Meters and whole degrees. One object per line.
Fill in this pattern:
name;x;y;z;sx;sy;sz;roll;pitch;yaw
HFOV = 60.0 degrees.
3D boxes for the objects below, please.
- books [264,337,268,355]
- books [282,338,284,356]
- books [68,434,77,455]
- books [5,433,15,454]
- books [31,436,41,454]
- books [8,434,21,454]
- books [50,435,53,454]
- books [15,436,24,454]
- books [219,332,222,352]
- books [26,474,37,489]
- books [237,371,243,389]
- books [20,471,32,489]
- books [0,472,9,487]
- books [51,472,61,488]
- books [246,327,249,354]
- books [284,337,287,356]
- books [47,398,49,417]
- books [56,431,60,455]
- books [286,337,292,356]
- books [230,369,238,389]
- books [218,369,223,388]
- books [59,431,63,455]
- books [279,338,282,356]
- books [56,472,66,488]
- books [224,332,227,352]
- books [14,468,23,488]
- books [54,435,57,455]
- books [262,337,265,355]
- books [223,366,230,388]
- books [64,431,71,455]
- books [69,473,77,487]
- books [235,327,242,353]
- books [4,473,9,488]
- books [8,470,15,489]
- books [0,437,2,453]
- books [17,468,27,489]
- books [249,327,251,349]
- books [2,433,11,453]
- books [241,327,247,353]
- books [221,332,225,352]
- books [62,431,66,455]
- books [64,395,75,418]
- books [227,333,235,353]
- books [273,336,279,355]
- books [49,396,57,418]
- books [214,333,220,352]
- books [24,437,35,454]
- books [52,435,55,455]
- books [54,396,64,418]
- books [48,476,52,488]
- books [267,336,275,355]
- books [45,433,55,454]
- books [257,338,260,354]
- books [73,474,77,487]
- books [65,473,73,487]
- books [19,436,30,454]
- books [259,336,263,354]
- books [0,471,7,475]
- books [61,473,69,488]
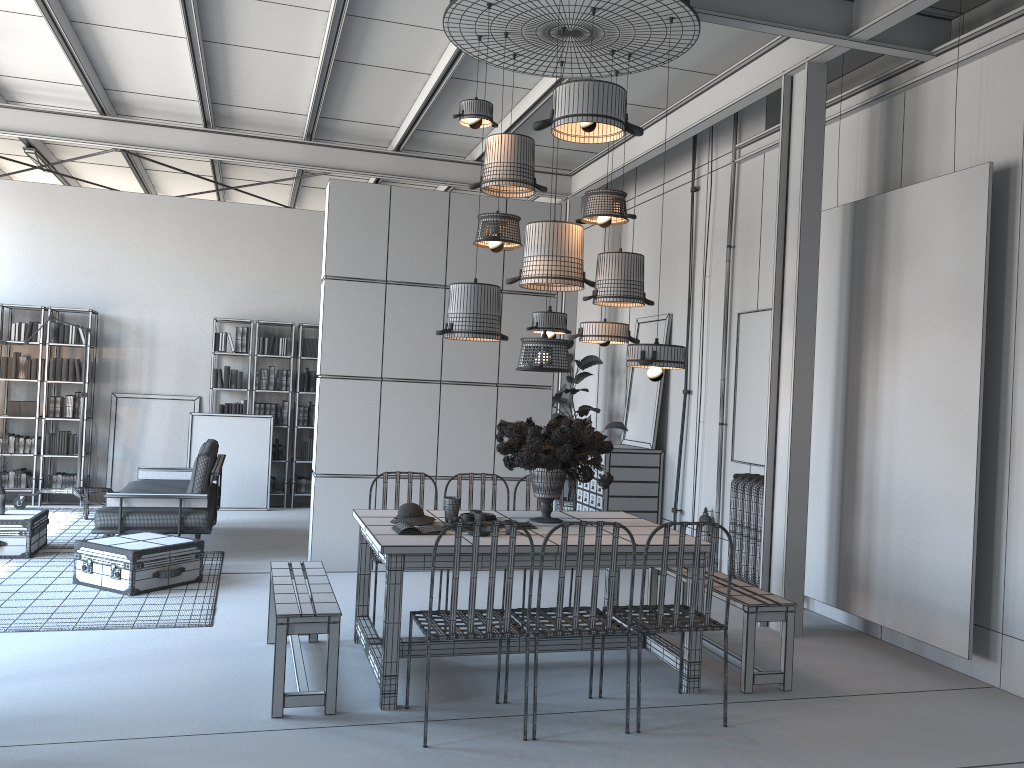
books;-3.029;-0.459;10.915;0.039;0.222;0.161;3;-1;-16
books;-2.836;-0.454;10.972;0.023;0.232;0.187;3;-1;-16
books;-5.105;0.701;10.292;0.057;0.244;0.180;3;-1;-16
books;-5.738;0.680;10.134;0.030;0.215;0.293;3;-1;-16
books;-5.479;0.706;10.217;0.047;0.190;0.278;3;-1;-16
books;-5.696;0.688;10.152;0.061;0.204;0.281;3;-1;-16
books;-5.289;0.700;10.216;0.022;0.227;0.165;3;-1;-16
books;-5.645;0.699;10.170;0.045;0.191;0.275;3;-1;-17
books;-3.506;-0.502;10.674;0.032;0.231;0.179;3;-1;-16
books;-5.548;1.127;10.250;0.069;0.157;0.241;3;0;-15
books;-3.327;-0.041;10.852;0.052;0.223;0.164;3;-1;-16
books;-5.612;1.109;10.240;0.056;0.185;0.260;3;-1;-16
books;-5.815;1.104;10.171;0.040;0.176;0.242;3;-1;-16
books;-5.285;1.125;10.289;0.047;0.184;0.271;3;-1;-16
books;-3.228;-0.533;10.829;0.027;0.326;0.272;3;-1;-16
books;-2.812;-0.456;10.979;0.027;0.238;0.180;3;-1;-16
books;-5.344;0.271;10.261;0.022;0.226;0.163;3;-1;-16
books;-5.220;0.680;10.236;0.027;0.278;0.202;3;-1;-16
books;-2.759;-0.458;10.996;0.083;0.242;0.178;3;-1;-16
books;-3.399;-0.055;10.834;0.083;0.242;0.178;3;-1;-16
books;-3.537;-0.061;10.773;0.077;0.244;0.178;3;-1;-15
books;-5.194;0.681;10.245;0.027;0.278;0.202;3;-1;-16
books;-2.864;-0.454;10.964;0.035;0.229;0.196;3;-1;-16
books;-5.234;1.127;10.299;0.056;0.185;0.260;3;-1;-16
books;-3.450;-0.502;10.691;0.022;0.236;0.186;3;-1;-16
books;-5.689;1.087;10.233;0.030;0.217;0.295;3;-1;-16
books;-5.246;0.703;10.229;0.022;0.227;0.165;3;-1;-16
books;-3.057;-0.461;10.907;0.019;0.224;0.168;3;-1;-16
books;-3.472;-0.077;10.793;0.065;0.278;0.204;3;-1;-16
books;-5.141;0.683;10.261;0.027;0.278;0.202;3;-1;-16
books;-5.110;1.137;10.326;0.040;0.176;0.242;3;-1;-16
books;-3.333;-0.536;10.814;0.068;0.318;0.319;3;-1;-16
books;-5.777;1.105;10.182;0.040;0.176;0.242;3;-1;-16
books;-5.731;1.091;10.215;0.061;0.207;0.283;3;-1;-16
books;-5.825;0.694;10.125;0.056;0.183;0.259;3;-1;-16
books;-5.656;1.089;10.232;0.033;0.223;0.275;3;-1;-16
books;-3.197;-0.530;10.849;0.033;0.326;0.303;3;-1;-16
books;-5.775;0.678;10.134;0.044;0.221;0.273;3;-1;-17
books;-3.274;-0.533;10.832;0.056;0.315;0.317;3;-1;-16
books;-3.476;-0.501;10.683;0.032;0.231;0.179;3;-1;-16
books;-5.167;0.682;10.252;0.027;0.278;0.202;3;-1;-16
books;-5.125;0.261;10.300;0.091;0.265;0.193;3;-1;-16
books;-3.390;-0.493;10.708;0.107;0.229;0.184;3;-1;-16
books;-2.909;-0.465;10.952;0.057;0.242;0.178;3;-1;-16
books;-5.296;0.264;10.241;0.057;0.244;0.178;3;-1;-16
books;-3.550;-0.502;10.670;0.052;0.223;0.164;3;-1;-16
books;-5.543;0.710;10.207;0.077;0.185;0.259;3;-1;-16
books;-5.268;0.701;10.223;0.022;0.227;0.165;3;-1;-16
books;-5.242;0.266;10.268;0.057;0.244;0.178;3;-1;-16
books;-5.322;1.136;10.265;0.033;0.158;0.241;3;-1;-16
books;-2.967;-0.468;10.915;0.077;0.244;0.178;3;-1;-17
books;-5.336;0.689;10.236;0.057;0.244;0.180;3;-1;-16
books;-3.125;-0.460;10.887;0.043;0.213;0.154;3;-1;-16
books;-5.069;1.135;10.353;0.047;0.184;0.271;3;-1;-16
books;-5.148;1.136;10.315;0.040;0.176;0.242;3;-1;-16
books;-5.599;0.700;10.182;0.049;0.193;0.278;3;-1;-16
books;-3.090;-0.469;10.908;0.029;0.231;0.173;3;-1;-16
books;-5.860;1.097;10.172;0.047;0.184;0.271;3;-1;-16
books;-5.186;1.133;10.304;0.040;0.176;0.242;3;-1;-16
